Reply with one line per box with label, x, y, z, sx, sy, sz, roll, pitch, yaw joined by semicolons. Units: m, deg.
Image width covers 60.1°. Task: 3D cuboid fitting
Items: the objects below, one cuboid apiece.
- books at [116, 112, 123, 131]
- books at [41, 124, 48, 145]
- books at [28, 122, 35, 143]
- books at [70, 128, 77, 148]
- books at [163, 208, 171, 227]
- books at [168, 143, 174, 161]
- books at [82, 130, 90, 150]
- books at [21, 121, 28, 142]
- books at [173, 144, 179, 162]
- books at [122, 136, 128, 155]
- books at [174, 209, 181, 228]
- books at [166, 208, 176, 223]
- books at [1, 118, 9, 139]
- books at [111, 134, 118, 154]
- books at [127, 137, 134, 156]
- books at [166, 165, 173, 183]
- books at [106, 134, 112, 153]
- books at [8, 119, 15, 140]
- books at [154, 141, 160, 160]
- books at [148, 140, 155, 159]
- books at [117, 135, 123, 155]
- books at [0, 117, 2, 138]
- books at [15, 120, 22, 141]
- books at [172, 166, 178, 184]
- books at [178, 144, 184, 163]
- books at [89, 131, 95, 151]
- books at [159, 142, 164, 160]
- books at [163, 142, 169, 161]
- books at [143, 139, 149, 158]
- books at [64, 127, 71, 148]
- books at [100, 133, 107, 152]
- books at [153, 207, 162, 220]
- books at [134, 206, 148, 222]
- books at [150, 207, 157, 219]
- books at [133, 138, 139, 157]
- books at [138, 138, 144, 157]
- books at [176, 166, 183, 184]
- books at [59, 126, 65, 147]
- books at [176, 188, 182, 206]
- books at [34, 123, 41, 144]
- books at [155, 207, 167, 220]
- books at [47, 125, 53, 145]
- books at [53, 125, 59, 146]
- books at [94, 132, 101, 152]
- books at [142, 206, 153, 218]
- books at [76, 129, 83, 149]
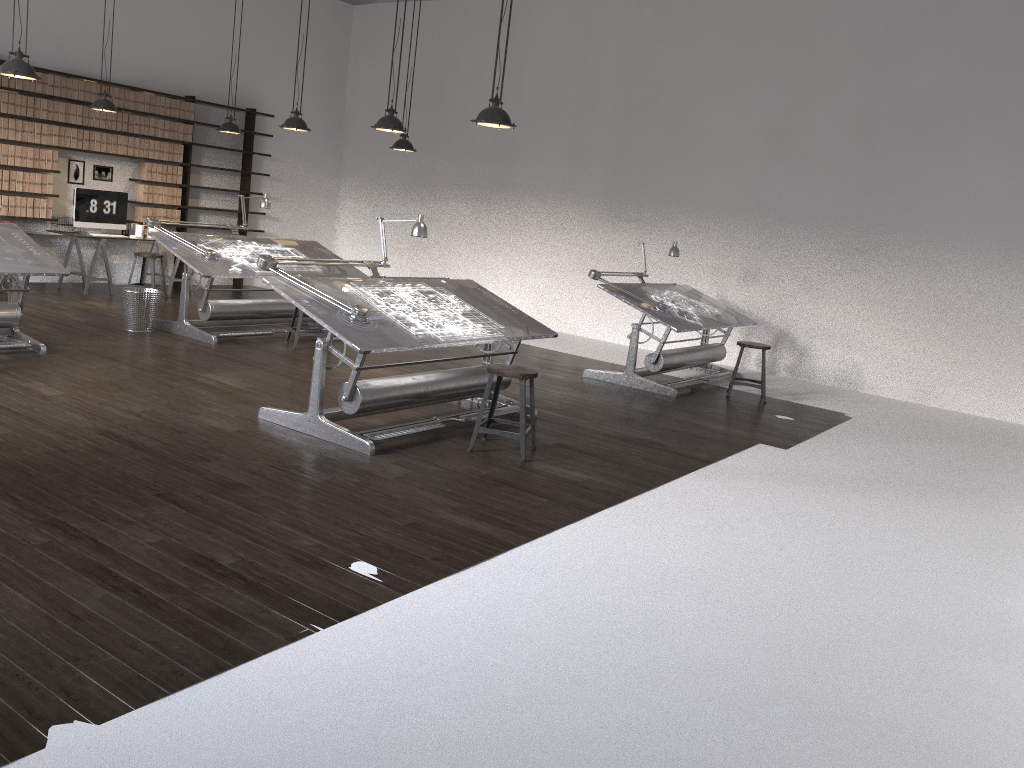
books;-4.764;-3.152;10.643;0.175;0.224;0.067;13;10;34
books;-5.296;-2.810;9.949;0.175;0.224;0.067;13;10;34
books;-5.379;-2.798;9.833;0.175;0.224;0.067;13;10;34
books;-5.102;-2.840;10.227;0.175;0.224;0.067;13;10;33
books;-4.471;-2.145;11.399;0.175;0.224;0.067;13;10;34
books;-4.390;-2.953;11.265;0.175;0.224;0.067;13;10;33
books;-5.019;-2.853;10.346;0.175;0.224;0.067;13;10;34
books;-5.420;-2.792;9.777;0.175;0.224;0.067;13;10;34
books;-4.350;-2.959;11.323;0.175;0.224;0.067;13;10;33
books;-4.739;-2.896;10.748;0.175;0.224;0.067;13;10;33
books;-4.390;-2.156;11.507;0.175;0.224;0.067;13;10;34
books;-4.433;-2.152;11.457;0.175;0.224;0.067;13;10;34
books;-5.536;-2.771;9.596;0.175;0.224;0.067;13;10;34
books;-4.822;-2.885;10.638;0.175;0.224;0.067;13;10;34
books;-4.698;-2.902;10.808;0.175;0.224;0.067;13;10;34
books;-4.417;-2.681;11.302;0.175;0.224;0.067;13;10;34
books;-4.863;-2.879;10.582;0.175;0.224;0.067;13;10;34
books;-5.495;-2.778;9.656;0.175;0.224;0.067;13;10;33
books;-4.500;-2.935;11.101;0.175;0.224;0.067;13;10;33
books;-4.539;-2.928;11.040;0.175;0.224;0.067;13;10;34
books;-4.779;-2.891;10.699;0.175;0.224;0.067;13;10;34
books;-5.575;-2.767;9.547;0.175;0.224;0.067;13;10;33
books;-5.456;-2.785;9.717;0.175;0.224;0.067;13;10;33
books;-4.379;-2.689;11.366;0.175;0.224;0.067;13;10;33
books;-4.306;-2.965;11.379;0.175;0.224;0.067;13;10;34
books;-4.981;-2.860;10.410;0.175;0.224;0.067;13;10;33
books;-4.465;-2.941;11.154;0.175;0.224;0.067;13;10;33
books;-4.424;-2.946;11.206;0.175;0.224;0.067;13;10;34
books;-4.582;-2.922;10.985;0.175;0.224;0.067;13;10;33
books;-5.146;-2.834;10.171;0.175;0.224;0.067;13;10;34
books;-4.900;-2.872;10.522;0.175;0.224;0.067;13;10;33
books;-4.547;-2.132;11.285;0.175;0.224;0.067;13;10;34
books;-4.661;-2.115;11.125;0.175;0.224;0.067;13;10;34
books;-4.584;-2.127;11.234;0.175;0.224;0.067;13;10;34
books;-4.660;-2.910;10.869;0.175;0.224;0.067;13;10;34
books;-4.624;-2.917;10.929;0.175;0.224;0.067;13;10;33
books;-4.334;-2.695;11.426;0.175;0.224;0.067;13;10;34
books;-5.186;-2.828;10.113;0.175;0.224;0.067;13;10;34
books;-4.364;-2.427;11.470;0.175;0.224;0.067;13;10;34
books;-5.335;-2.803;9.889;0.175;0.224;0.067;13;10;33
books;-4.508;-2.138;11.339;0.175;0.224;0.067;13;10;33
books;-5.261;-2.816;10.002;0.175;0.224;0.067;13;10;34
books;-5.220;-2.821;10.054;0.175;0.224;0.067;13;10;33
books;-4.938;-2.865;10.461;0.175;0.224;0.067;13;10;33
books;-4.618;-2.120;11.177;0.175;0.224;0.067;13;10;33
books;-5.066;-2.847;10.288;0.175;0.224;0.067;13;10;33
